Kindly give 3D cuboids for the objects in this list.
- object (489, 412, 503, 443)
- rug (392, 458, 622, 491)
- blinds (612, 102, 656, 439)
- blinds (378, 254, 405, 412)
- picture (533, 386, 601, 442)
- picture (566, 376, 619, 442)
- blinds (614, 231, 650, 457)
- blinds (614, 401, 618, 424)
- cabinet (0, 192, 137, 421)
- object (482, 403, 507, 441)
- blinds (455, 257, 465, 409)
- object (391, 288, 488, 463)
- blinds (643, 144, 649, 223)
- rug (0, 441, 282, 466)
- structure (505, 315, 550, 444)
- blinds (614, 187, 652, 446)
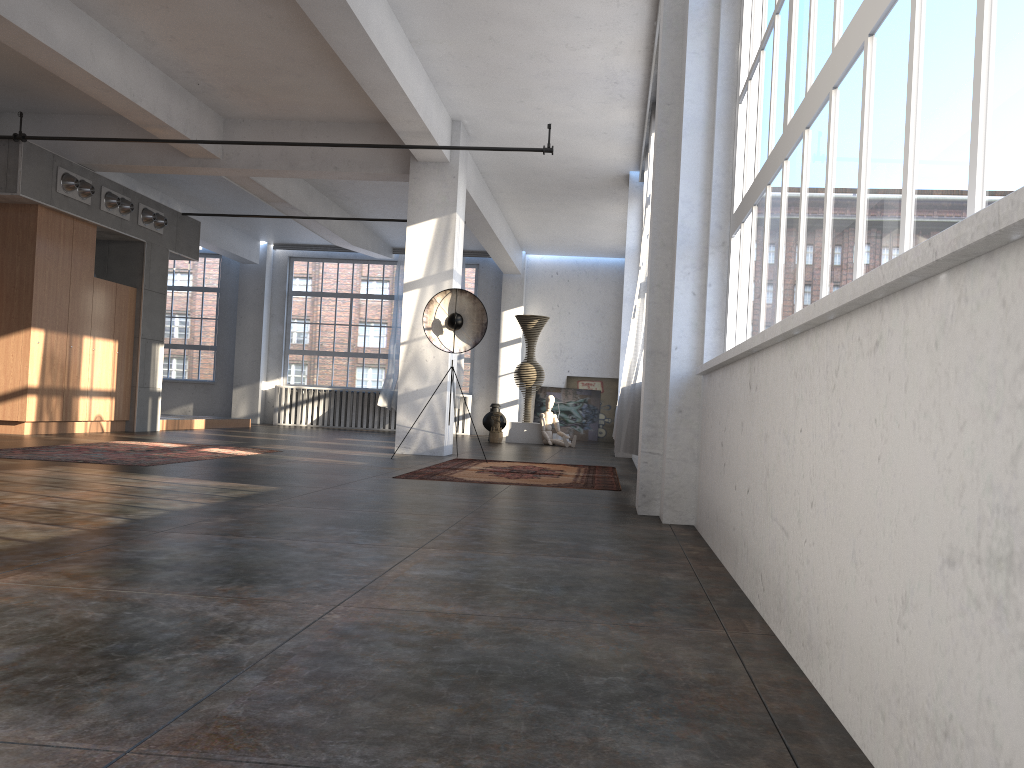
[{"bbox_3d":[-0.269,0.784,15.389,0.235,0.600,0.224,2,-1,33],"label":"object"},{"bbox_3d":[0.102,0.836,8.452,1.809,0.009,3.140,3,-2,5],"label":"rug"},{"bbox_3d":[1.392,-1.200,9.816,0.360,3.674,1.035,3,-1,5],"label":"blinds"},{"bbox_3d":[-2.358,-1.174,19.016,0.690,3.558,0.880,3,-1,5],"label":"blinds"},{"bbox_3d":[1.172,0.639,19.025,1.429,1.141,0.305,3,-1,2],"label":"picture"},{"bbox_3d":[1.719,0.541,19.089,1.143,1.386,0.254,3,-1,4],"label":"picture"},{"bbox_3d":[1.051,-1.323,6.755,0.341,3.750,1.031,3,-1,4],"label":"blinds"},{"bbox_3d":[2.229,-0.955,17.094,0.338,3.696,1.037,3,-1,3],"label":"blinds"},{"bbox_3d":[-9.520,-0.996,11.852,8.080,2.562,2.387,3,-1,4],"label":"cabinet"},{"bbox_3d":[-0.321,0.705,16.266,0.451,0.693,0.434,3,-1,-30],"label":"object"},{"bbox_3d":[-1.475,-1.171,18.815,1.053,3.500,1.003,3,-1,6],"label":"blinds"},{"bbox_3d":[-0.659,-0.106,9.996,1.052,1.919,1.184,3,-1,5],"label":"object"},{"bbox_3d":[1.588,-1.147,11.312,0.314,3.712,1.028,3,-1,5],"label":"blinds"},{"bbox_3d":[-3.605,0.636,8.402,1.848,0.029,2.896,3,-2,6],"label":"rug"},{"bbox_3d":[0.319,-0.070,16.226,0.674,2.326,0.753,3,-1,5],"label":"structure"},{"bbox_3d":[1.196,-1.270,8.121,0.338,3.696,1.037,3,-1,3],"label":"blinds"}]
